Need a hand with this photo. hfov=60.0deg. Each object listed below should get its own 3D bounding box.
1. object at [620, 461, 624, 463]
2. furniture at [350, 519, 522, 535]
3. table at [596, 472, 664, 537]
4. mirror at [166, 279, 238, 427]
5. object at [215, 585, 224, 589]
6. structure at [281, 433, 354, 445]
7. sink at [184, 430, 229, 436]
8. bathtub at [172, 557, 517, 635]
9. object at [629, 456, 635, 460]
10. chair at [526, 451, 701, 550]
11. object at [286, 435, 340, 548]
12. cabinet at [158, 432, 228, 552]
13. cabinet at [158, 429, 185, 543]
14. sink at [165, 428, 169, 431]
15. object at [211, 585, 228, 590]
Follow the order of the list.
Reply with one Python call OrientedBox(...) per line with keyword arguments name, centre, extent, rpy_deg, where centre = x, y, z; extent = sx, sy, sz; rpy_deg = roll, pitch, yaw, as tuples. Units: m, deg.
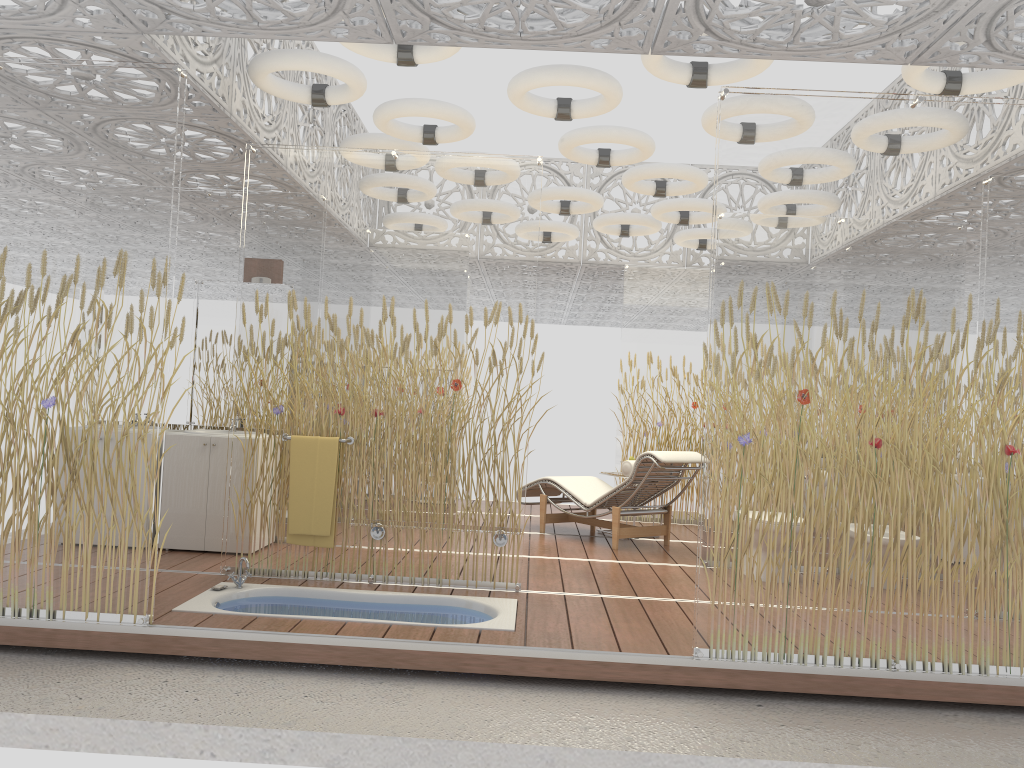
OrientedBox(name="object", centre=(1.064, 0.753, 7.935), extent=(0.206, 0.105, 0.206), rpy_deg=(4, -2, -43))
OrientedBox(name="furniture", centre=(-0.433, 0.825, 5.120), extent=(0.977, 0.014, 0.178), rpy_deg=(3, -1, 2))
OrientedBox(name="table", centre=(1.064, 1.079, 7.993), extent=(0.420, 0.535, 0.420), rpy_deg=(4, -2, -28))
OrientedBox(name="mirror", centre=(-2.353, -0.234, 6.592), extent=(1.422, 1.081, 0.009), rpy_deg=(3, -1, 2))
OrientedBox(name="object", centre=(-1.613, 1.120, 4.893), extent=(0.035, 0.016, 0.066), rpy_deg=(3, -2, 11))
OrientedBox(name="structure", centre=(-1.163, 0.328, 5.270), extent=(0.442, 0.047, 0.078), rpy_deg=(3, -1, 2))
OrientedBox(name="sink", centre=(-2.037, 0.379, 6.307), extent=(0.573, 0.266, 0.499), rpy_deg=(3, -2, 4))
OrientedBox(name="bathtub", centre=(-0.833, 1.284, 4.710), extent=(1.700, 0.582, 0.700), rpy_deg=(3, -1, 2))
OrientedBox(name="object", centre=(1.074, 0.674, 7.944), extent=(0.055, 0.056, 0.055), rpy_deg=(3, -1, 2))
OrientedBox(name="chair", centre=(0.802, 0.932, 7.652), extent=(0.635, 0.811, 1.787), rpy_deg=(4, -2, -38))
OrientedBox(name="object", centre=(-1.178, 0.634, 5.235), extent=(0.283, 0.656, 0.042), rpy_deg=(3, -1, 2))
OrientedBox(name="cabinet", centre=(-2.053, 0.746, 6.281), extent=(0.643, 0.782, 0.549), rpy_deg=(3, -1, 2))
OrientedBox(name="cabinet", centre=(-2.771, 0.709, 6.301), extent=(0.643, 0.782, 0.549), rpy_deg=(3, -1, 2))
OrientedBox(name="sink", centre=(-2.753, 0.342, 6.327), extent=(0.573, 0.266, 0.499), rpy_deg=(3, -1, -1))
OrientedBox(name="object", centre=(-1.614, 1.126, 4.893), extent=(0.065, 0.011, 0.108), rpy_deg=(3, -2, 11))
